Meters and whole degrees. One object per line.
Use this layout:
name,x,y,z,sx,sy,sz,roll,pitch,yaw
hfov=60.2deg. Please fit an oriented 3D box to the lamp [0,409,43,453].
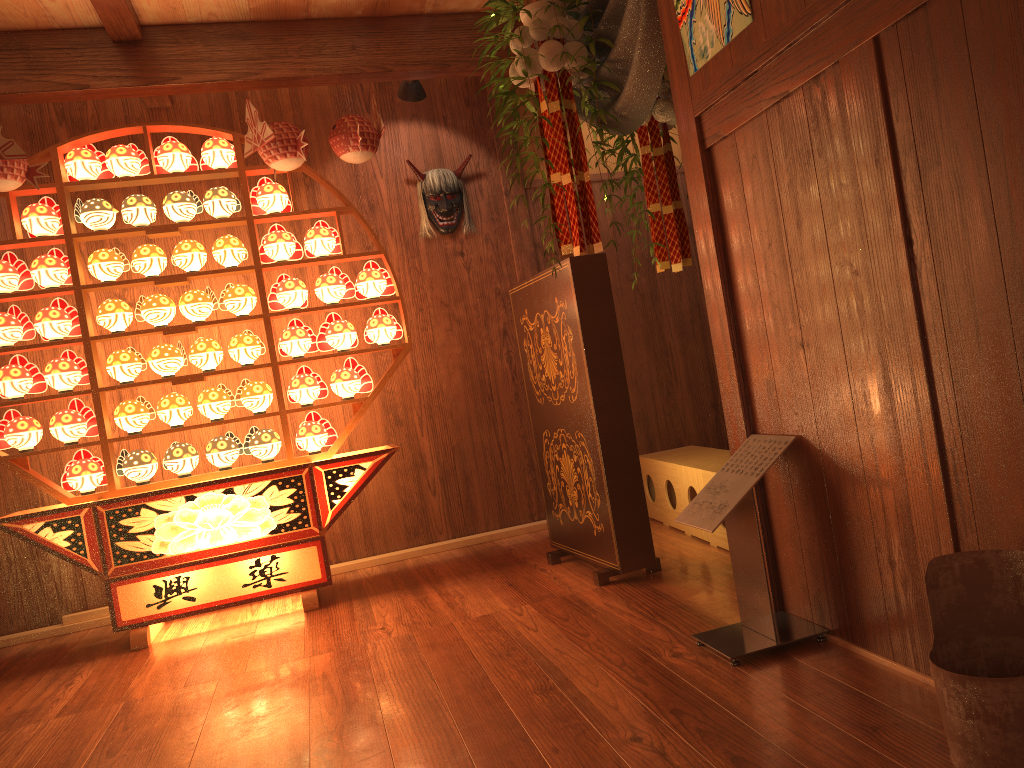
lamp,-2.049,0.191,3.710,0.152,0.194,0.192,-9,1,35

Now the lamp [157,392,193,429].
lamp,-1.481,0.113,3.872,0.142,0.161,0.154,-10,1,-14

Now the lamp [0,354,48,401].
lamp,-2.093,-0.028,3.698,0.202,0.200,0.156,-9,1,-5

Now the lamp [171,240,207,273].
lamp,-1.423,-0.570,3.913,0.144,0.167,0.152,-10,1,-34

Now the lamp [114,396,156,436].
lamp,-1.651,0.138,3.825,0.137,0.167,0.159,-9,1,16

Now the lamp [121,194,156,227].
lamp,-1.628,-0.756,3.858,0.143,0.161,0.153,-10,1,-24

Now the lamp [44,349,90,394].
lamp,-1.914,-0.054,3.752,0.183,0.192,0.157,-9,1,0

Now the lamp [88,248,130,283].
lamp,-1.759,-0.514,3.815,0.137,0.167,0.159,-9,1,16

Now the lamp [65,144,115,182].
lamp,-1.850,-0.962,3.800,0.202,0.200,0.156,-9,1,-5

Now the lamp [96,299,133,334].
lamp,-1.712,-0.298,3.816,0.144,0.167,0.152,-10,1,-34

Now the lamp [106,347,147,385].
lamp,-1.682,-0.080,3.821,0.138,0.167,0.158,-9,1,6

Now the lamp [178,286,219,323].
lamp,-1.409,-0.348,3.920,0.134,0.167,0.162,-9,1,41

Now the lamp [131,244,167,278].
lamp,-1.582,-0.540,3.865,0.144,0.161,0.152,-10,1,-34

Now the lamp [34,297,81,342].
lamp,-1.953,-0.275,3.748,0.200,0.200,0.157,-9,1,0

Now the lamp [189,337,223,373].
lamp,-1.353,-0.134,3.918,0.143,0.167,0.152,-10,1,-29

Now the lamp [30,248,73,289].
lamp,-1.970,-0.493,3.750,0.189,0.195,0.157,-9,1,0

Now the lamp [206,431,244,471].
lamp,-1.291,0.301,3.925,0.137,0.167,0.159,-9,1,16

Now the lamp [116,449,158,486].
lamp,-1.605,0.353,3.834,0.154,0.167,0.141,-9,1,15

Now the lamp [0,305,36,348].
lamp,-2.136,-0.240,3.696,0.178,0.191,0.159,-9,1,15

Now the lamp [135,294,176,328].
lamp,-1.542,-0.323,3.875,0.154,0.161,0.141,-9,1,15

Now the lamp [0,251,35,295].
lamp,-2.153,-0.465,3.699,0.198,0.200,0.159,-9,1,10

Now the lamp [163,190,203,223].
lamp,-1.475,-0.784,3.910,0.135,0.167,0.161,-9,1,26

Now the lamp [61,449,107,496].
lamp,-1.823,0.374,3.767,0.200,0.197,0.153,-10,1,-25

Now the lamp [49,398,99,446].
lamp,-1.892,0.162,3.750,0.198,0.200,0.159,-9,1,10

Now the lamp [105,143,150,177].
lamp,-1.702,-0.976,3.848,0.167,0.179,0.159,-9,1,16

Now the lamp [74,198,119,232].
lamp,-1.782,-0.733,3.825,0.157,0.167,0.139,-9,1,0

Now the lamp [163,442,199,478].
lamp,-1.445,0.330,3.877,0.144,0.161,0.152,-10,1,-34

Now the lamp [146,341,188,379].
lamp,-1.527,-0.103,3.874,0.162,0.161,0.134,-10,1,-40

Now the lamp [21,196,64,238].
lamp,-2.006,-0.713,3.747,0.200,0.200,0.157,-9,1,0

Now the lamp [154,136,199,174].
lamp,-1.495,-1.021,3.906,0.206,0.200,0.153,-10,1,-25

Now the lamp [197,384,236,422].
lamp,-1.327,0.085,3.921,0.137,0.167,0.159,-9,1,16
